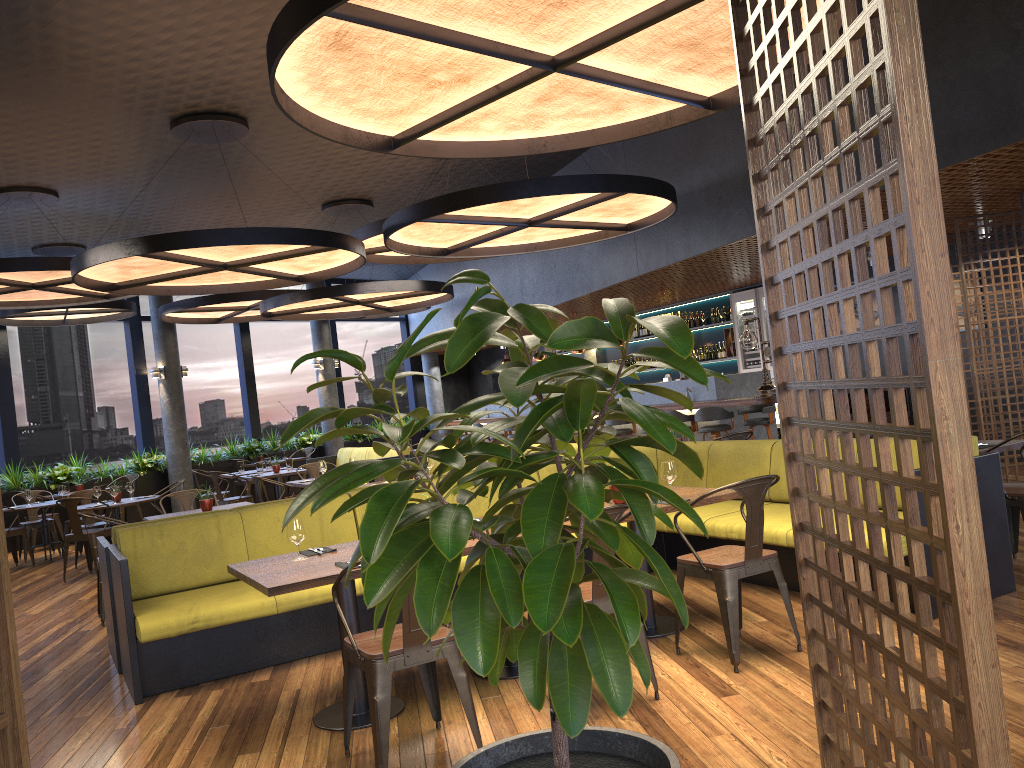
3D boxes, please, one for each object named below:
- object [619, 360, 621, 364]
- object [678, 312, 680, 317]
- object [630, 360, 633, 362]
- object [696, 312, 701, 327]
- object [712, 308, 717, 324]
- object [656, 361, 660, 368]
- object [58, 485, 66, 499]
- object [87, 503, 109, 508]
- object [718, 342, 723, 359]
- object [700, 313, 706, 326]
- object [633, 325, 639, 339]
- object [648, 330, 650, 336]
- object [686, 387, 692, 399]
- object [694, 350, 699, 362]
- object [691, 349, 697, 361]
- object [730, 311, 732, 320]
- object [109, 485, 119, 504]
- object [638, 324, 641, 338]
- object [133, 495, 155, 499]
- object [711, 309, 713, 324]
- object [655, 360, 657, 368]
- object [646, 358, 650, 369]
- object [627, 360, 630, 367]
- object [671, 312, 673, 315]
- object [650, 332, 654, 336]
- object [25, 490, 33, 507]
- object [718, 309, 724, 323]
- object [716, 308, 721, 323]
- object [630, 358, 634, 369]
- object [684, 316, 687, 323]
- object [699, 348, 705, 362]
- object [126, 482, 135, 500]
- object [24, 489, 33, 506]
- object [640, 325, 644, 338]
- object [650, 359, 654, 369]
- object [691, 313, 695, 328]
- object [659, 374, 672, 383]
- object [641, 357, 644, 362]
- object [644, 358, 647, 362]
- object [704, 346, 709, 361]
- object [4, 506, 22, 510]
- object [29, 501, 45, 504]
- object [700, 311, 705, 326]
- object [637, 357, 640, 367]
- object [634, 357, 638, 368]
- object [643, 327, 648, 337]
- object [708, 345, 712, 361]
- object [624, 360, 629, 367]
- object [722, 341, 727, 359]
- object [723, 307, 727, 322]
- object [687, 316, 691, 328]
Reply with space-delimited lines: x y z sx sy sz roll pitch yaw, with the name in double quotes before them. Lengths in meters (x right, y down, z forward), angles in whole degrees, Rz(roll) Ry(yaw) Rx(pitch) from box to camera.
"object" 2.074 -0.339 16.909 0.063 0.254 0.063 -7 -1 18
"object" 2.895 -1.081 15.299 0.084 0.330 0.084 -6 -1 -22
"object" 2.255 -0.349 16.656 0.088 0.224 0.088 -7 -1 36
"object" 3.081 -1.072 14.694 0.063 0.254 0.063 -7 -1 33
"object" 3.264 -1.099 14.317 0.063 0.254 0.063 -7 -1 -1
"object" 2.611 -0.404 15.765 0.088 0.224 0.088 -7 -1 31
"object" -6.041 1.466 11.908 0.097 0.206 0.097 -6 -1 -24
"object" -4.677 1.373 10.031 0.157 0.019 0.255 -7 -1 14
"object" 3.386 -0.544 14.409 0.079 0.281 0.079 -7 -1 35
"object" 3.147 -1.058 14.588 0.097 0.206 0.097 -7 -1 30
"object" 2.260 -0.982 16.230 0.085 0.310 0.086 -7 -1 -1
"object" 2.494 -1.013 15.998 0.085 0.310 0.086 -6 -1 -18
"object" 2.379 0.138 11.965 0.114 0.203 0.069 -7 -1 6
"object" 3.094 -0.465 14.841 0.097 0.206 0.097 -7 -1 30
"object" 3.068 -0.497 14.994 0.079 0.281 0.079 -7 -1 40
"object" 3.499 -1.143 14.083 0.079 0.281 0.079 -6 -1 -20
"object" -4.534 1.263 10.112 0.097 0.206 0.097 -6 -1 -22
"object" 2.356 -0.993 16.250 0.085 0.310 0.086 -6 -1 -14
"object" -4.360 1.343 10.493 0.255 0.019 0.157 -6 -1 -30
"object" 3.271 -1.099 14.429 0.063 0.254 0.063 -7 -1 13
"object" 2.592 -0.413 15.972 0.063 0.254 0.063 -7 -1 19
"object" 2.469 -0.396 16.183 0.063 0.254 0.063 -6 -1 -42
"object" 2.188 -0.340 16.731 0.088 0.224 0.088 -7 -1 26
"object" 2.774 -1.067 15.263 0.084 0.330 0.084 -6 -1 -22
"object" 2.493 -1.016 15.808 0.085 0.310 0.086 -7 -1 5
"object" -6.259 1.486 11.504 0.097 0.206 0.097 -7 -1 29
"object" 3.361 -1.088 14.229 0.097 0.206 0.097 -7 -1 30
"object" 3.345 -1.108 14.379 0.063 0.254 0.063 -7 -1 24
"object" 2.229 -0.363 16.474 0.063 0.254 0.063 -7 -1 -11
"object" 2.931 -1.036 14.981 0.056 0.227 0.056 -6 -1 -42
"object" 3.139 -0.481 14.704 0.088 0.224 0.088 -7 -1 31
"object" -4.534 1.269 10.550 0.097 0.206 0.097 -7 -1 33
"object" -6.473 1.516 11.861 0.097 0.206 0.097 -6 -1 -42
"object" 2.357 -0.996 16.060 0.085 0.310 0.086 -7 -1 5
"object" 2.529 -0.405 16.073 0.063 0.254 0.063 -7 -1 33
"object" 3.016 -1.063 14.797 0.063 0.254 0.063 -6 -1 -32
"object" 2.029 -0.059 12.986 0.200 0.106 0.766 -6 -1 -29
"object" 2.373 -0.385 16.131 0.063 0.254 0.063 -7 -1 33
"object" 2.420 -0.392 16.043 0.063 0.254 0.063 -7 -1 8
"object" 3.189 -0.503 14.575 0.063 0.254 0.063 -6 -1 -26
"object" -6.421 1.599 11.494 0.157 0.019 0.255 -7 -1 38
"object" -6.441 1.609 12.032 0.157 0.019 0.255 -6 -1 -42
"object" 3.163 -1.081 14.741 0.063 0.254 0.063 -6 -1 -42
"object" 2.348 -0.378 16.410 0.063 0.254 0.063 -7 -1 33
"object" 2.288 -0.372 16.351 0.063 0.254 0.063 -7 -1 13
"object" 2.399 -1.002 15.977 0.085 0.310 0.086 -7 -1 -1
"object" 3.256 -0.511 14.619 0.063 0.254 0.063 -7 -1 -1
"object" 2.143 -0.336 16.626 0.088 0.224 0.088 -6 -1 -14
"object" 3.431 -0.550 14.326 0.079 0.281 0.079 -6 -1 -35
"object" 3.440 -1.119 14.337 0.063 0.254 0.063 -6 -1 -21
"object" 2.983 -1.042 15.011 0.056 0.227 0.056 -6 -1 -27
